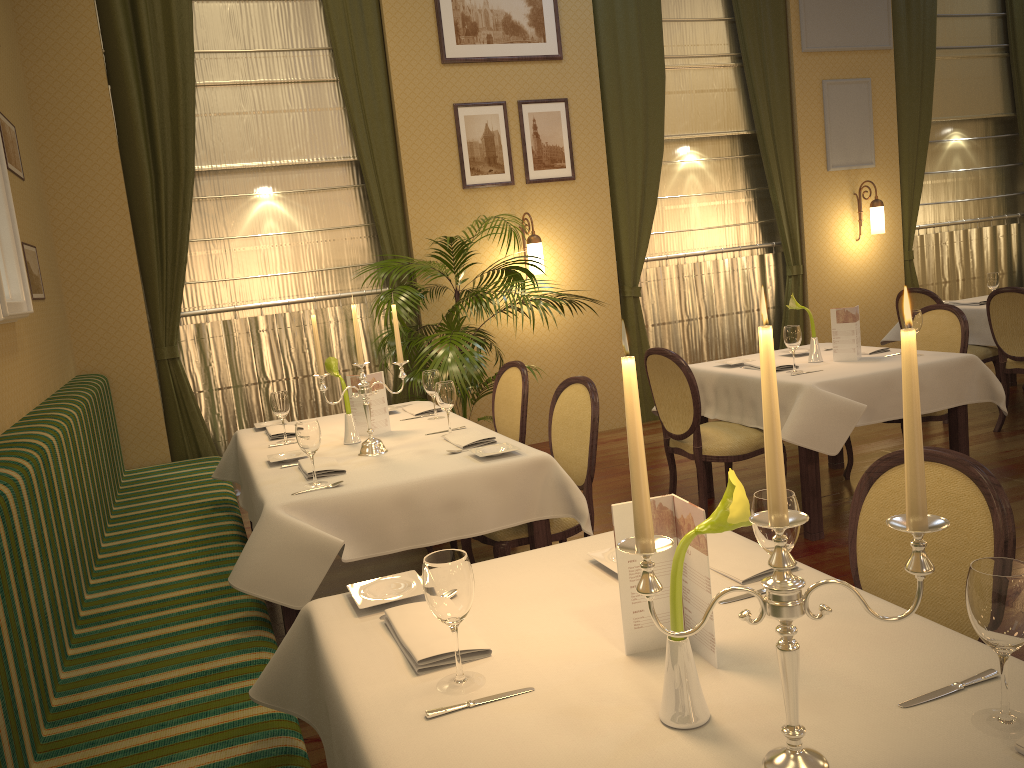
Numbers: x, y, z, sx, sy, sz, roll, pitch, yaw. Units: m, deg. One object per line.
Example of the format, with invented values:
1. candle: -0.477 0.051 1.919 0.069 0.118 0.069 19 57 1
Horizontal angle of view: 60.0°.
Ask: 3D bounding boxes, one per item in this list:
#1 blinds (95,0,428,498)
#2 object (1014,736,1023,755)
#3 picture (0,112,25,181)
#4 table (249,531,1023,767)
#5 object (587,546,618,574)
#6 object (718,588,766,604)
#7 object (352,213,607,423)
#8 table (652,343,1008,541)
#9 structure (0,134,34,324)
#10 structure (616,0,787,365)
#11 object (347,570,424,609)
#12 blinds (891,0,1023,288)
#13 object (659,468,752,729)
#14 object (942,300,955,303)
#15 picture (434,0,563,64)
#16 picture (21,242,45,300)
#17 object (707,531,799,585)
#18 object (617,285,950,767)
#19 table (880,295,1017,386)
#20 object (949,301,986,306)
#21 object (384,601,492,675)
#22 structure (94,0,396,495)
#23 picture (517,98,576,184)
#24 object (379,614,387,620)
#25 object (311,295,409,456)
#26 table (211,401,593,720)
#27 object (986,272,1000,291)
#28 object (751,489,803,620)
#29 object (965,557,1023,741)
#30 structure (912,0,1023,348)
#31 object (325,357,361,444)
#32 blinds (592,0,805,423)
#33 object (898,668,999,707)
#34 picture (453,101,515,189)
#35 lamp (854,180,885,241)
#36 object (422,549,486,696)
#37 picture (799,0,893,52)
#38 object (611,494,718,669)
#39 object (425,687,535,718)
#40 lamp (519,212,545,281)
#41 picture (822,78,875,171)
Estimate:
1. blinds: -1.685 -1.506 6.171 1.934 4.537 0.225 -9 9 -20
2. object: 0.770 0.472 1.057 0.142 0.033 0.273 -9 9 -19
3. picture: -2.600 -1.233 4.603 0.008 0.294 0.504 -9 9 -19
4. table: 0.373 0.856 1.445 1.385 0.759 2.152 -9 9 -19
5. object: 0.274 0.396 1.995 0.160 0.024 0.160 -9 9 -19
6. object: 0.492 0.412 1.762 0.185 0.010 0.017 -9 9 -19
7. object: -0.311 -0.249 6.082 1.496 1.807 1.552 -13 10 -39
8. table: 1.682 0.238 4.765 1.389 0.759 1.395 -9 8 -18
9. structure: -2.273 -1.712 3.420 0.200 2.985 0.670 -9 9 -19
10. structure: 1.536 -2.032 7.441 1.900 4.511 0.134 -9 9 -19
11. object: -0.272 0.462 1.959 0.160 0.024 0.160 -9 9 -19
12. blinds: 4.299 -2.475 8.303 1.876 4.537 0.129 -9 9 -19
13. object: 0.283 0.314 1.308 0.163 0.375 0.076 -6 8 2
14. object: 3.265 -0.618 6.785 0.160 0.024 0.160 -9 9 -19
15. picture: -0.118 -2.926 6.540 0.966 1.057 0.027 -9 9 -19
16. picture: -2.523 -0.591 4.681 0.008 0.294 0.437 -9 9 -19
17. object: 0.487 0.379 1.960 0.142 0.024 0.273 -9 9 -19
18. object: 0.328 0.203 1.083 0.390 0.655 0.131 -7 8 -5
19. table: 3.910 -0.224 6.271 1.385 0.759 2.152 -9 9 -19
20. object: 3.387 -0.600 6.544 0.142 0.033 0.273 -9 9 -19
21. object: -0.150 0.480 1.718 0.142 0.033 0.273 -9 9 -19
22. structure: -1.725 -1.504 6.279 1.942 4.511 0.123 -9 9 -19
23. picture: 0.269 -1.863 6.796 0.412 0.619 0.022 -9 9 -19
24. object: -0.193 0.469 1.879 0.181 0.015 0.038 -9 8 -18
25. object: -0.594 -0.042 3.523 0.390 0.655 0.131 -8 8 -14
26. table: -0.569 0.603 3.962 1.385 0.759 2.152 -9 9 -19
27. object: 3.437 -0.678 6.334 0.088 0.229 0.088 -2 9 28
28. object: 0.496 0.315 1.653 0.088 0.229 0.088 -2 9 28
29. object: 0.671 0.359 1.212 0.088 0.229 0.088 -2 9 28
30. structure: 4.251 -2.473 8.413 1.898 4.511 0.137 -9 9 -19
31. object: -0.733 0.067 3.836 0.076 0.375 0.163 -12 10 -32
32. blinds: 1.583 -2.034 7.331 1.878 4.537 0.129 -9 9 -19
33. object: 0.655 0.455 1.327 0.185 0.010 0.017 -9 9 -19
34. picture: -0.205 -1.786 6.626 0.412 0.619 0.022 -9 9 -19
35. lamp: 3.087 -1.511 7.721 0.114 0.513 0.323 -11 9 -30
36. object: -0.100 0.402 1.508 0.088 0.229 0.088 -3 9 22
37. picture: 2.859 -3.409 7.605 0.966 1.057 0.027 -9 9 -19
38. object: 0.277 0.334 1.533 0.166 0.277 0.081 -1 9 31
39. object: -0.051 0.517 1.448 0.185 0.010 0.017 -9 8 -18
40. lamp: 0.113 -1.028 6.657 0.114 0.513 0.323 -11 9 -30
41. picture: 2.952 -2.270 7.754 0.512 0.769 0.027 -9 9 -19
